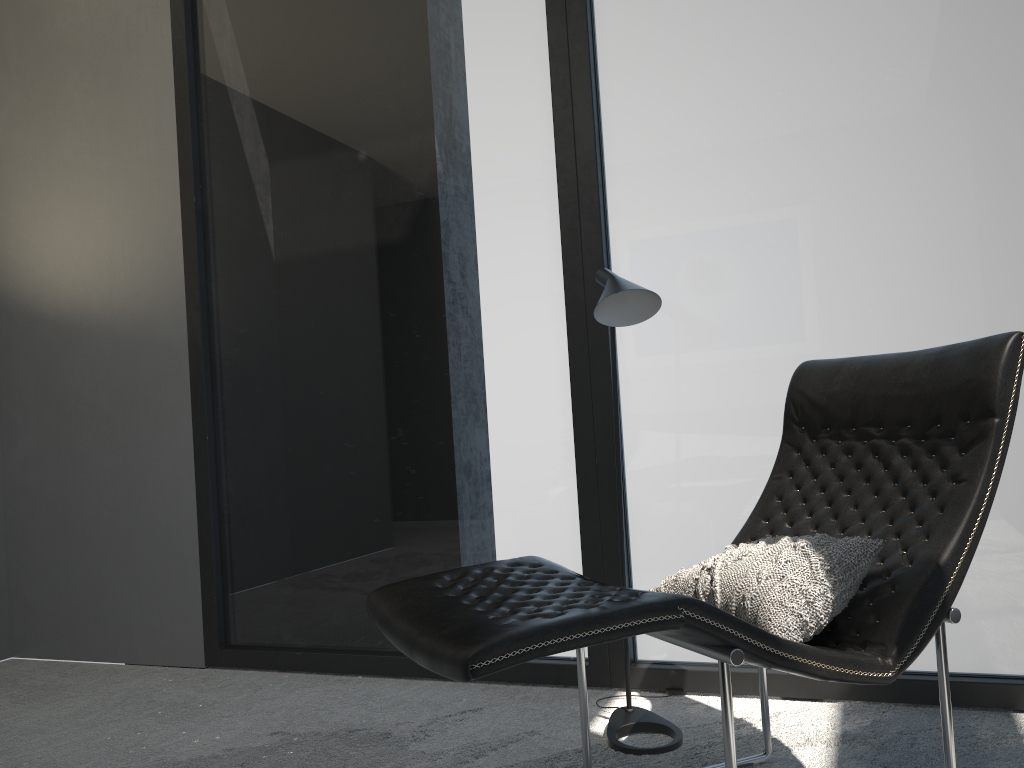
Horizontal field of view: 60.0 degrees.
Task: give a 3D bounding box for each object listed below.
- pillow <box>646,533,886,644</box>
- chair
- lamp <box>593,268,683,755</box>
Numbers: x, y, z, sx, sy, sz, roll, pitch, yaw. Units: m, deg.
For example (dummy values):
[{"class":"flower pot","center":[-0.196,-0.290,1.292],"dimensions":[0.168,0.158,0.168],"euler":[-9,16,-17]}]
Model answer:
[{"class":"pillow","center":[0.515,0.423,1.880],"dimensions":[0.312,0.199,0.442],"euler":[-2,-3,-27]},{"class":"chair","center":[0.393,0.433,1.832],"dimensions":[1.281,0.994,0.639],"euler":[-3,-2,-23]},{"class":"lamp","center":[0.315,0.311,2.394],"dimensions":[0.202,1.299,0.384],"euler":[-3,-2,-15]}]
